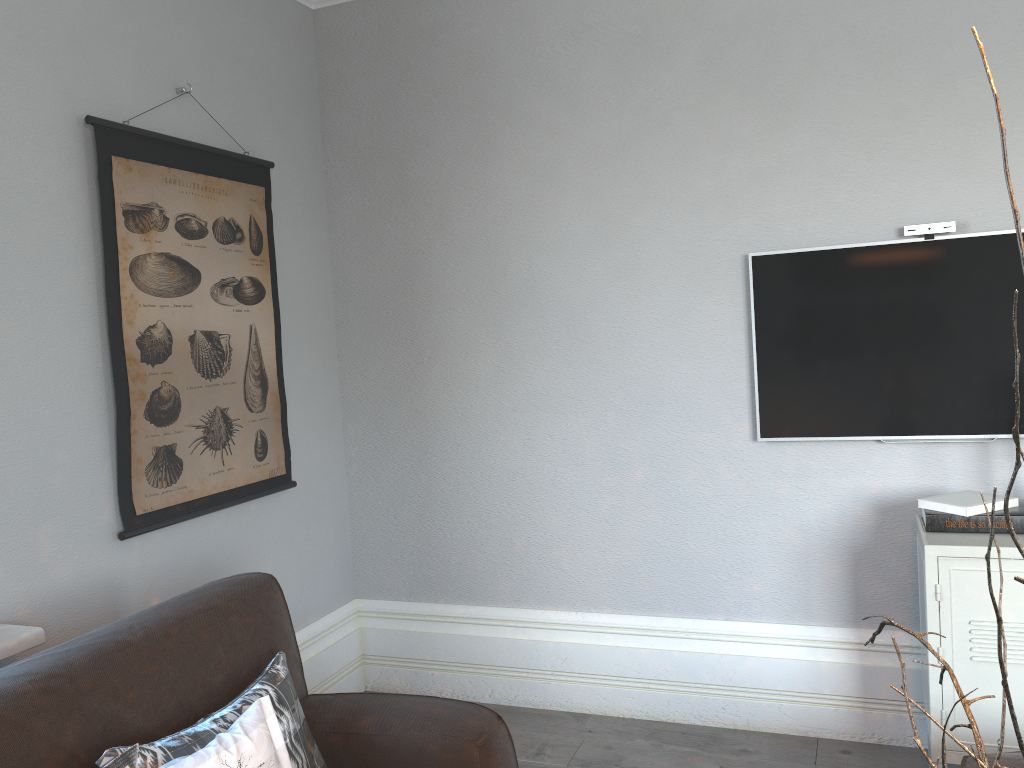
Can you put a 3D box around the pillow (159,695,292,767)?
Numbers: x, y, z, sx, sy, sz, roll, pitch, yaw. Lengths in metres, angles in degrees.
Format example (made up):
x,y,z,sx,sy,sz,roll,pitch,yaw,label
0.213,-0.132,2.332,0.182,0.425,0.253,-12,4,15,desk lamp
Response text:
x,y,z,sx,sy,sz,roll,pitch,yaw,label
-0.504,0.738,1.469,0.188,0.309,0.471,-2,3,22,pillow

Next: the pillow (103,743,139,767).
x,y,z,sx,sy,sz,roll,pitch,yaw,label
-0.680,0.772,1.226,0.159,0.347,0.473,-3,3,19,pillow

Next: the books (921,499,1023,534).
x,y,z,sx,sy,sz,roll,pitch,yaw,label
1.288,0.364,2.453,0.276,0.049,0.218,-2,3,22,books

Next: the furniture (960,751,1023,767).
x,y,z,sx,sy,sz,roll,pitch,yaw,label
1.151,0.979,1.612,0.574,0.439,0.583,-2,3,22,furniture

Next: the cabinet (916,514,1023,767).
x,y,z,sx,sy,sz,roll,pitch,yaw,label
1.677,0.755,2.244,1.152,0.757,0.408,-2,3,22,cabinet

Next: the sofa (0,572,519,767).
x,y,z,sx,sy,sz,roll,pitch,yaw,label
-0.659,0.935,1.079,0.968,0.824,2.166,-2,3,22,sofa

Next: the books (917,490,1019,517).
x,y,z,sx,sy,sz,roll,pitch,yaw,label
1.260,0.329,2.455,0.199,0.024,0.161,-5,4,-24,books

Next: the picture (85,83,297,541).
x,y,z,sx,sy,sz,roll,pitch,yaw,label
-0.957,-0.260,2.731,0.057,1.313,0.793,-2,3,22,picture

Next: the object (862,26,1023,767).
x,y,z,sx,sy,sz,roll,pitch,yaw,label
0.542,0.273,0.663,0.525,1.065,0.853,-4,3,-8,object

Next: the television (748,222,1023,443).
x,y,z,sx,sy,sz,roll,pitch,yaw,label
1.277,-0.154,2.680,1.063,0.657,0.041,-2,3,22,television

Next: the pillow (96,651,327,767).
x,y,z,sx,sy,sz,roll,pitch,yaw,label
-0.534,0.740,1.698,0.183,0.288,0.542,-2,3,23,pillow
